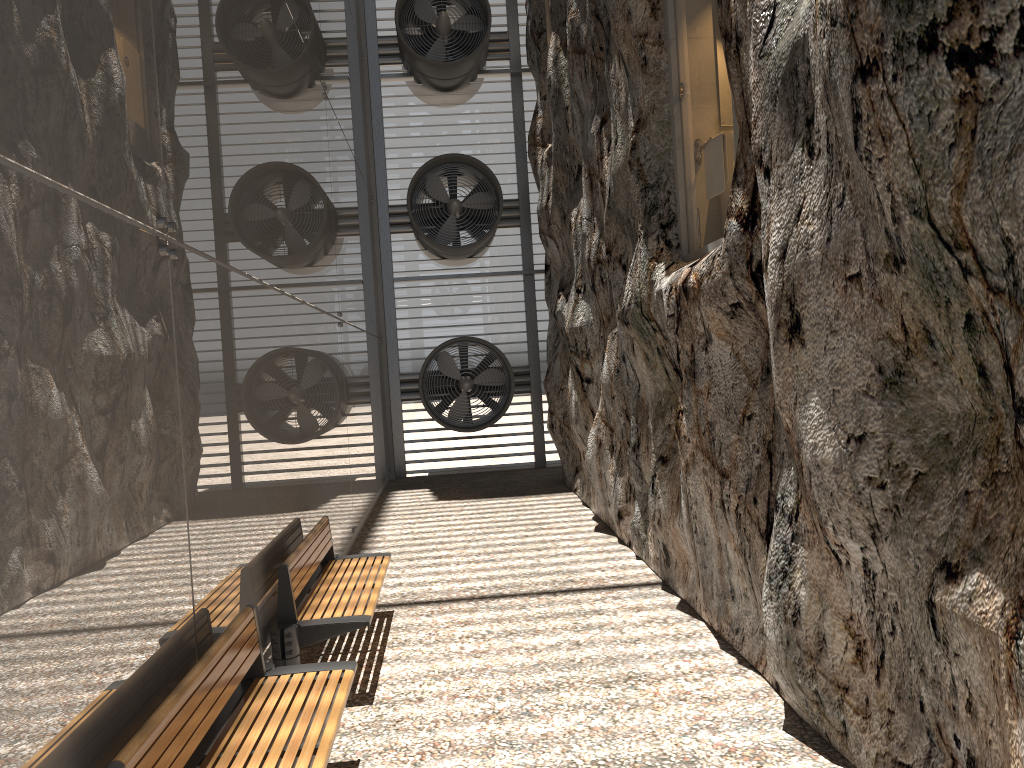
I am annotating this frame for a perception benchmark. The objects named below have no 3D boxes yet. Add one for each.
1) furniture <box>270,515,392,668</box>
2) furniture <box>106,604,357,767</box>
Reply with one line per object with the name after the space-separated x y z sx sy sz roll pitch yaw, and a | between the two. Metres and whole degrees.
-1.202 1.446 6.194 0.595 0.796 2.153 -4 1 -4 | furniture
-1.010 1.486 3.505 0.595 0.796 2.153 -4 1 -4 | furniture
